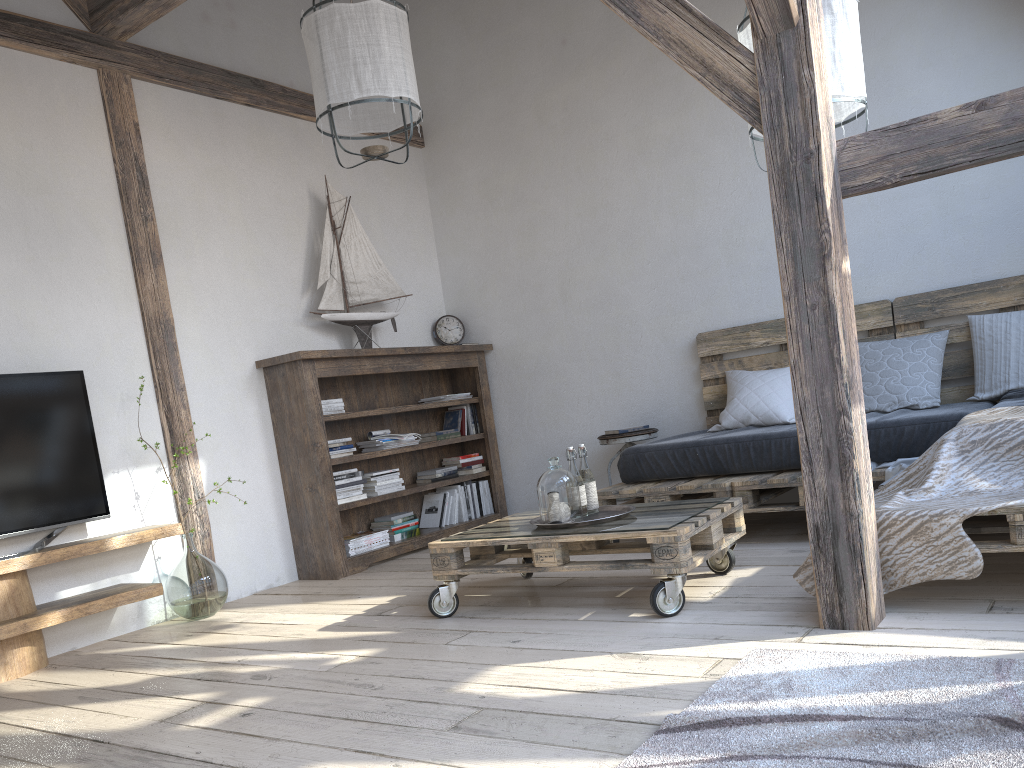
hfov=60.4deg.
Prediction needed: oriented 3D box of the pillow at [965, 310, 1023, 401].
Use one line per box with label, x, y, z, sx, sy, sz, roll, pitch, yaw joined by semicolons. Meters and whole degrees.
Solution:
pillow;2.422;-0.174;3.701;0.382;0.402;0.973;-10;0;-38

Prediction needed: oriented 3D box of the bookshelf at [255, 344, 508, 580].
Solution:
bookshelf;-0.645;0.397;5.166;0.350;1.183;1.605;-5;3;35

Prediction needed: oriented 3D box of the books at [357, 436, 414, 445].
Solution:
books;-0.728;0.327;5.081;0.206;0.009;0.255;-10;-2;42

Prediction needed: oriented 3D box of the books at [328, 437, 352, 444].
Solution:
books;-0.983;0.314;4.762;0.140;0.018;0.182;-9;-2;35

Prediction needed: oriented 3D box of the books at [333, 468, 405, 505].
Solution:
books;-0.859;0.559;4.895;0.207;0.152;0.542;-8;-1;35

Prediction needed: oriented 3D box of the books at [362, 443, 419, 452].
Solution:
books;-0.703;0.367;5.079;0.206;0.009;0.255;-10;-2;44

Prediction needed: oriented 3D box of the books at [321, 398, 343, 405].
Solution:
books;-1.043;0.105;4.719;0.158;0.021;0.216;-9;-2;35

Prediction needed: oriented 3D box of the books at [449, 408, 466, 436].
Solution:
books;-0.361;0.251;5.643;0.140;0.177;0.058;-6;5;34

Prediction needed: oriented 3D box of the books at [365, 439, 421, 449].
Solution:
books;-0.691;0.348;5.095;0.206;0.009;0.255;-10;-2;37

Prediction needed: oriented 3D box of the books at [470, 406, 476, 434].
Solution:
books;-0.307;0.240;5.724;0.140;0.187;0.020;-6;5;35

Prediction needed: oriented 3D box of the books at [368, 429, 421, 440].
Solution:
books;-0.680;0.301;5.105;0.222;0.089;0.259;-8;-1;15

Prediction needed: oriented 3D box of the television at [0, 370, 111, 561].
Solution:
television;-2.075;0.327;3.288;0.208;0.711;1.090;-5;2;35

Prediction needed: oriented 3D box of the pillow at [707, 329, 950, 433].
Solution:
pillow;1.515;-0.008;4.318;1.137;0.358;0.346;-9;1;35

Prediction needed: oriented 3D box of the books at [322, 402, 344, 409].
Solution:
books;-1.034;0.127;4.717;0.158;0.021;0.216;-9;-2;35

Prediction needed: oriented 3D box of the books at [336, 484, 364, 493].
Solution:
books;-0.935;0.569;4.743;0.158;0.017;0.217;-10;-2;40

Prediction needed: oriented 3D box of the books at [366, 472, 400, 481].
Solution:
books;-0.775;0.534;5.031;0.158;0.017;0.217;-10;-2;40

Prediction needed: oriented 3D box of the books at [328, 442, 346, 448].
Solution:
books;-0.982;0.333;4.757;0.132;0.021;0.198;-8;-2;1

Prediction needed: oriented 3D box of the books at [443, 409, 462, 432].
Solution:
books;-0.382;0.255;5.618;0.132;0.174;0.080;-6;4;36

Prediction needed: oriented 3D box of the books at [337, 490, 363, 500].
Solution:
books;-0.943;0.608;4.762;0.158;0.021;0.216;-9;-2;35

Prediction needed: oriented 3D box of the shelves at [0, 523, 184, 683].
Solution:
shelves;-1.950;0.896;3.324;0.333;0.453;1.584;-6;0;35

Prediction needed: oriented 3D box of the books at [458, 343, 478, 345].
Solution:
books;-0.361;-0.234;5.726;0.237;0.025;0.176;-9;-2;35

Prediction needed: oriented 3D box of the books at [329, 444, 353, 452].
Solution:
books;-0.984;0.354;4.756;0.206;0.020;0.147;-7;-2;-39

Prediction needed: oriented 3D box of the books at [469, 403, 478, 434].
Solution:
books;-0.289;0.231;5.735;0.137;0.202;0.020;-6;6;35

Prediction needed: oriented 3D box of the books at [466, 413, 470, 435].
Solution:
books;-0.333;0.251;5.694;0.117;0.174;0.017;-6;6;35

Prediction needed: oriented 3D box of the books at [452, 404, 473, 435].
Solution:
books;-0.319;0.234;5.707;0.136;0.203;0.020;-6;6;35

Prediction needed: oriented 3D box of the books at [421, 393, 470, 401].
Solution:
books;-0.419;0.080;5.564;0.206;0.009;0.255;-9;-2;32

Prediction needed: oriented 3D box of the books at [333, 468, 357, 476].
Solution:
books;-0.947;0.481;4.737;0.140;0.018;0.182;-9;-2;35

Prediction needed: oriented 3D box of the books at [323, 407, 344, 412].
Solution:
books;-1.014;0.145;4.710;0.140;0.018;0.182;-9;-2;35

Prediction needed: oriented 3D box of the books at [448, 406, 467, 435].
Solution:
books;-0.351;0.242;5.665;0.140;0.193;0.050;-6;5;34

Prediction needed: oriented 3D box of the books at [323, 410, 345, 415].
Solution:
books;-1.028;0.165;4.723;0.158;0.017;0.217;-9;-2;30

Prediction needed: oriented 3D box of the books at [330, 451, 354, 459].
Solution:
books;-0.971;0.391;4.769;0.140;0.020;0.182;-9;-2;30

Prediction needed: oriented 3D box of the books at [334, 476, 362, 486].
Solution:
books;-0.940;0.528;4.750;0.158;0.021;0.216;-9;-2;30

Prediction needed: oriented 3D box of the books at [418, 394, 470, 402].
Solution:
books;-0.428;0.090;5.557;0.206;0.009;0.255;-10;-2;42

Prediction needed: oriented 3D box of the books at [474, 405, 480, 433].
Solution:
books;-0.279;0.238;5.764;0.140;0.187;0.020;-6;5;35

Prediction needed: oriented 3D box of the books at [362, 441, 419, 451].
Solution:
books;-0.699;0.358;5.086;0.206;0.009;0.255;-10;-2;40

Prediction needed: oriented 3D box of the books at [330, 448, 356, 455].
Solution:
books;-0.977;0.373;4.764;0.158;0.017;0.217;-9;-2;35

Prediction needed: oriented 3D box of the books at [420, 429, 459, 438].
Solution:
books;-0.457;0.307;5.492;0.151;0.021;0.202;-10;-2;39

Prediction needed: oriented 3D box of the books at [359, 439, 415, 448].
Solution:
books;-0.722;0.343;5.076;0.255;0.009;0.206;-7;-2;-38

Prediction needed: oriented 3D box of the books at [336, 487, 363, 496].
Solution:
books;-0.939;0.588;4.762;0.158;0.017;0.217;-9;-2;35

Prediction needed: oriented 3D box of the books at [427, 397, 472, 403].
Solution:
books;-0.407;0.104;5.570;0.206;0.009;0.255;-9;-2;30

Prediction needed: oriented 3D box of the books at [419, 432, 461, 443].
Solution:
books;-0.453;0.333;5.503;0.163;0.031;0.216;-9;-2;38

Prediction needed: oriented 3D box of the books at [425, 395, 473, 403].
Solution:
books;-0.401;0.095;5.581;0.206;0.009;0.255;-9;-2;27

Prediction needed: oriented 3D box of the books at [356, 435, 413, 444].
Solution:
books;-0.736;0.319;5.079;0.255;0.009;0.206;-7;-2;-43

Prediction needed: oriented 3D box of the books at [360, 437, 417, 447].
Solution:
books;-0.712;0.333;5.081;0.206;0.009;0.255;-10;-2;42
